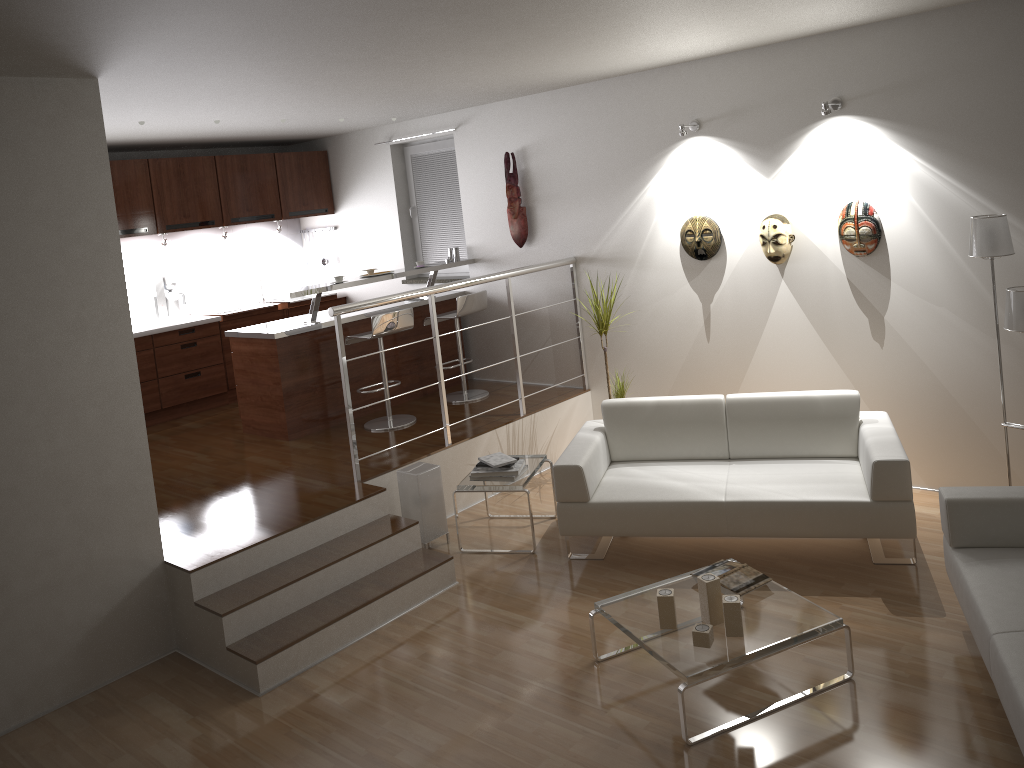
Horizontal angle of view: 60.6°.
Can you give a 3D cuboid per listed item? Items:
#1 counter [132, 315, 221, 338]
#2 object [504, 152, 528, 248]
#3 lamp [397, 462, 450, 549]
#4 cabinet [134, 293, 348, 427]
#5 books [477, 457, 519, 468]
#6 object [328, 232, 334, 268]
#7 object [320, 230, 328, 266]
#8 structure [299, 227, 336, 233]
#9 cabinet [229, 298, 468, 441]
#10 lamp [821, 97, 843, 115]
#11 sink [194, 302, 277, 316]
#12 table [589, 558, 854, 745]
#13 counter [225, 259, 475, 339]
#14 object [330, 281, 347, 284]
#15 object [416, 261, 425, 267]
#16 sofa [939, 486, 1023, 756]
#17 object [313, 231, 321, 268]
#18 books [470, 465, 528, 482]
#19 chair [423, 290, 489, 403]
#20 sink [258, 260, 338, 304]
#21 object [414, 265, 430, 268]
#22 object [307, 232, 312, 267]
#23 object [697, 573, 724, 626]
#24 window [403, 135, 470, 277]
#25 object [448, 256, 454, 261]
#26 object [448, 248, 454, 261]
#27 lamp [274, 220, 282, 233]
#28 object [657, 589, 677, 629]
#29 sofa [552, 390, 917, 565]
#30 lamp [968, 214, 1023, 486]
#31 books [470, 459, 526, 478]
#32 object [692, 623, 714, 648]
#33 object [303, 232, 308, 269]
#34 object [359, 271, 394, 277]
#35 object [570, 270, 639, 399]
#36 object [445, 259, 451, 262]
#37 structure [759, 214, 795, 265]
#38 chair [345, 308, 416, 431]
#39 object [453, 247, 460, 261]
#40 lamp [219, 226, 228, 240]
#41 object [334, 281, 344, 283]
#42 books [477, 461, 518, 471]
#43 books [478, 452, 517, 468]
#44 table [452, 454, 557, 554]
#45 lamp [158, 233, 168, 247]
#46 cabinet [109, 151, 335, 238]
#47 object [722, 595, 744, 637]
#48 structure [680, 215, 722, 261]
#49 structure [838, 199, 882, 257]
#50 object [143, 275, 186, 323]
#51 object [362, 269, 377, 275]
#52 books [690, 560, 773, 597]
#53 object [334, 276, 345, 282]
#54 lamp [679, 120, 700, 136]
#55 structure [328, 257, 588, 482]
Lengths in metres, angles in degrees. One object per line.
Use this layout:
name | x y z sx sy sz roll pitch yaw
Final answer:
counter | -3.524 -0.355 7.209 0.681 0.039 2.144 4 16 41
object | 0.026 -1.491 7.098 0.151 0.779 0.152 -7 4 -3
lamp | -0.530 0.736 5.241 0.198 0.475 0.195 -2 6 42
cabinet | -3.018 -0.146 7.750 0.679 0.787 3.573 0 13 42
books | -0.084 0.462 5.176 0.216 0.014 0.155 -1 13 22
object | -1.834 -1.363 8.810 0.071 0.377 0.024 -3 5 43
object | -1.912 -1.384 8.909 0.090 0.360 0.044 -3 5 42
structure | -1.990 -1.576 8.966 0.597 0.033 0.049 5 14 42
cabinet | -1.273 -0.193 7.180 0.632 0.739 1.884 0 12 42
lamp | 1.917 -1.673 5.274 0.080 0.107 0.194 -1 11 42
sink | -2.599 -0.638 8.263 0.600 0.197 0.612 4 15 42
table | 0.838 1.053 3.609 0.802 0.245 0.708 -11 12 -22
counter | -1.205 -0.741 7.183 0.838 0.313 2.144 3 15 41
object | -1.305 -0.760 6.563 0.140 0.008 0.132 6 17 44
object | -0.755 -0.990 7.233 0.079 0.045 0.068 -8 10 -10
sofa | 2.046 0.836 2.844 0.903 0.727 1.824 -4 11 17
object | -2.008 -1.380 8.969 0.106 0.373 0.020 -3 5 43
books | -0.077 0.523 5.180 0.286 0.027 0.232 -2 13 22
chair | -0.414 -0.310 7.050 0.424 0.837 0.394 -2 6 38
sink | -2.186 -0.978 8.738 0.600 0.571 0.685 1 11 42
object | -0.759 -0.965 7.224 0.139 0.008 0.133 -2 13 21
object | -2.093 -1.389 9.054 0.033 0.373 0.008 -3 5 43
object | 0.794 0.856 3.503 0.068 0.194 0.067 -8 5 -22
window | -0.644 -1.605 7.980 0.841 1.251 0.144 -1 6 43
object | -0.527 -1.081 7.551 0.051 0.045 0.052 -7 8 0
object | -0.528 -1.126 7.611 0.052 0.108 0.053 -4 6 26
lamp | -2.251 -1.517 8.444 0.080 0.123 0.081 -7 6 -8
object | 0.621 0.896 3.515 0.067 0.149 0.068 -5 5 13
sofa | 1.201 0.494 4.855 1.775 0.730 0.926 -3 9 17
lamp | 2.516 -0.013 4.366 0.211 1.650 0.365 -8 4 -27
books | -0.080 0.497 5.178 0.286 0.027 0.232 -4 12 12
object | 0.731 0.957 3.354 0.067 0.073 0.068 -3 8 27
object | -2.152 -1.388 9.091 0.064 0.377 0.034 -3 5 43
object | -1.071 -0.875 6.967 0.218 0.010 0.315 5 17 44
object | 0.660 -0.075 6.064 0.508 1.455 0.440 -9 5 -34
object | -0.550 -1.066 7.555 0.051 0.019 0.051 5 16 44
structure | 1.683 -0.926 5.644 0.242 0.325 0.132 0 8 43
chair | -0.940 -0.123 6.461 0.394 0.837 0.425 -11 7 -43
object | -0.480 -1.125 7.577 0.052 0.110 0.053 -4 6 26
lamp | -2.635 -1.380 8.014 0.080 0.123 0.081 -7 6 -8
object | -1.298 -0.765 6.571 0.077 0.002 0.079 -5 12 7
books | -0.083 0.476 5.177 0.216 0.014 0.155 -4 12 12
books | -0.086 0.448 5.175 0.153 0.014 0.218 -13 14 -27
table | -0.030 0.711 5.283 0.462 0.394 0.563 -4 10 17
lamp | -3.018 -1.244 7.584 0.080 0.123 0.081 -7 6 -8
cabinet | -2.938 -1.717 7.964 0.650 0.626 2.772 1 13 42
object | 0.858 0.894 3.402 0.067 0.149 0.068 -5 5 13
structure | 1.285 -1.003 6.031 0.317 0.312 0.070 1 8 43
structure | 2.092 -0.941 5.309 0.264 0.350 0.076 0 7 42
object | -3.120 -0.783 7.938 0.163 0.400 0.335 -2 8 42
object | -1.108 -0.883 6.915 0.130 0.041 0.143 4 16 43
books | 0.952 0.842 3.809 0.206 0.055 0.294 -14 14 -31
object | -1.294 -0.785 6.570 0.079 0.045 0.068 -7 10 -3
lamp | 1.191 -1.734 5.929 0.080 0.107 0.194 -1 11 42
structure | -0.236 -0.205 6.005 0.057 1.035 2.369 -3 10 42
